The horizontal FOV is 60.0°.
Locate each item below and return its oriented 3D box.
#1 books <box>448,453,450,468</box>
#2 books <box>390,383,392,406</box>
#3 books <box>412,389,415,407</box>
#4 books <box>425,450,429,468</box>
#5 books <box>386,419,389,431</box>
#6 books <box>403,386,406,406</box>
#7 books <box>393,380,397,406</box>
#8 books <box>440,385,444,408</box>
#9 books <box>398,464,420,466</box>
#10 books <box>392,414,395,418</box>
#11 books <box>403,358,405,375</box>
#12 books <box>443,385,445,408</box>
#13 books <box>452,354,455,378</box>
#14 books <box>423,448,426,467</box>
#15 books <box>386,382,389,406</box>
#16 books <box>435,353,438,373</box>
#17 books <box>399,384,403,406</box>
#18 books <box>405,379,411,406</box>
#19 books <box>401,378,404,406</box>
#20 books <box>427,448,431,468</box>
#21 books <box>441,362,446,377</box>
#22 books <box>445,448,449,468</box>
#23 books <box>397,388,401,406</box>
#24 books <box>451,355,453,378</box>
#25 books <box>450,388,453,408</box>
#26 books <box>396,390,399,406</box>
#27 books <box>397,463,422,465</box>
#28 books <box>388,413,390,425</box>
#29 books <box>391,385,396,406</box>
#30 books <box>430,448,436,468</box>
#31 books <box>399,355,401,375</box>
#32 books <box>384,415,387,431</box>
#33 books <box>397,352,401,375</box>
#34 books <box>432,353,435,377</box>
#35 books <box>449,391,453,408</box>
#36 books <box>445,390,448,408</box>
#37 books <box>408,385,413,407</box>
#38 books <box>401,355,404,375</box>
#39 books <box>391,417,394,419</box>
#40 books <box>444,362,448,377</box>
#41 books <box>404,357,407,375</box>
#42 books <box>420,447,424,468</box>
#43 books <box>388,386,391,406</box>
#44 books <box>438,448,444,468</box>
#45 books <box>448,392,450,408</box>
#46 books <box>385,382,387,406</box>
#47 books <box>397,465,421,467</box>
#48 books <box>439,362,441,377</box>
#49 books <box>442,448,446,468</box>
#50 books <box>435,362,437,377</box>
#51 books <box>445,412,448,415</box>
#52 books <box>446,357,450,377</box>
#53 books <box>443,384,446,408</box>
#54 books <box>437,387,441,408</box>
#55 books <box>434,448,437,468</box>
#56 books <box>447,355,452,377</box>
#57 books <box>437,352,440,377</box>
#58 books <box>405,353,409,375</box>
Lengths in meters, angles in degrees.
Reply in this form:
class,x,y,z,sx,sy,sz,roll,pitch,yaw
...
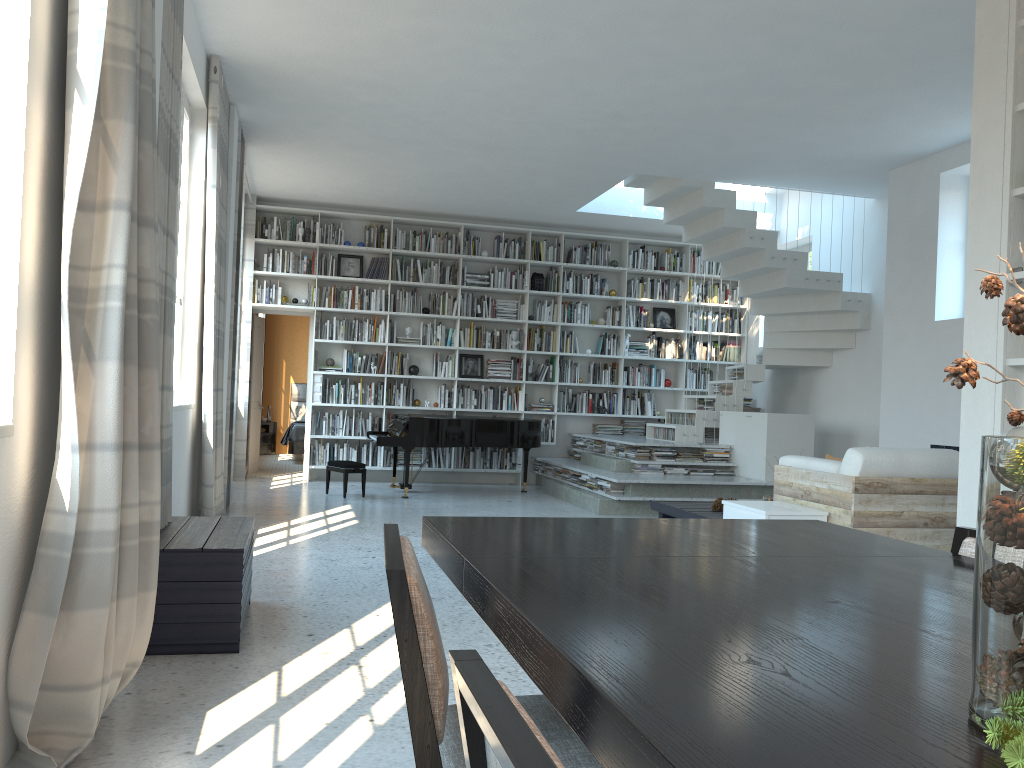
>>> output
class,x,y,z,sx,sy,sz,roll,pitch,yaw
books,-0.780,0.925,10.758,0.024,0.180,0.171,2,-1,-14
books,-1.448,0.124,10.583,0.012,0.272,0.181,2,-1,-14
books,-1.198,0.166,10.663,0.023,0.212,0.160,2,-1,-14
books,-1.033,0.902,10.694,0.029,0.202,0.178,2,-1,-14
books,-1.495,0.525,10.592,0.026,0.213,0.140,2,-1,-14
books,-1.298,0.147,10.642,0.029,0.241,0.135,2,-1,-14
books,-1.396,0.106,10.603,0.014,0.313,0.166,2,-1,-14
books,-0.853,0.153,10.736,0.027,0.269,0.159,2,-1,-14
books,-1.242,0.970,10.658,0.254,0.007,0.161,3,-1,-14
books,-1.417,0.499,10.620,0.026,0.273,0.146,2,-1,-14
books,-1.306,-0.204,10.627,0.011,0.208,0.180,2,-1,-14
books,-0.838,0.150,10.754,0.010,0.277,0.155,2,-1,-14
books,-0.727,-0.214,10.760,0.021,0.281,0.162,2,-1,-14
books,-1.064,0.869,10.699,0.031,0.265,0.144,2,-1,-14
books,-1.492,0.116,10.584,0.013,0.283,0.146,2,-1,-14
books,-0.914,-0.228,10.733,0.011,0.291,0.156,2,-1,-14
books,-1.332,0.131,10.616,0.027,0.269,0.185,2,-1,-14
books,-1.254,0.105,10.636,0.050,0.328,0.166,2,-1,-14
books,-1.317,0.097,10.645,0.013,0.339,0.138,2,0,-14
books,-1.007,0.885,10.712,0.028,0.238,0.136,2,-1,-14
books,-0.840,-0.173,10.739,0.057,0.188,0.156,2,-1,-14
books,-0.798,0.883,10.736,0.024,0.260,0.189,2,-1,-14
books,-1.357,0.157,10.613,0.021,0.215,0.172,2,-1,-14
books,-0.742,-0.214,10.754,0.011,0.279,0.187,2,-1,-14
books,-0.735,0.172,10.800,0.019,0.242,0.107,2,-1,-14
books,-1.381,0.165,10.612,0.024,0.196,0.157,2,-1,-14
books,-1.239,0.956,10.649,0.285,0.007,0.159,3,-1,-18
books,-1.476,0.491,10.594,0.010,0.282,0.149,2,-1,-14
books,-1.425,0.137,10.597,0.042,0.248,0.162,2,-1,-14
books,-0.962,0.880,10.712,0.062,0.253,0.177,2,-1,-14
books,-1.345,-0.223,10.621,0.014,0.244,0.153,2,-1,-14
books,-1.519,0.498,10.591,0.023,0.266,0.134,2,-1,-14
books,-1.360,-0.240,10.596,0.026,0.274,0.190,2,-1,-14
books,-0.949,-0.226,10.717,0.012,0.285,0.159,2,-1,-14
books,-0.750,0.192,10.769,0.024,0.201,0.158,2,-1,-14
books,-0.804,0.179,10.749,0.029,0.221,0.153,2,-1,-14
books,-1.218,0.140,10.643,0.027,0.261,0.163,2,-1,-14
books,-1.328,-0.224,10.642,0.028,0.247,0.142,2,-1,-14
books,-1.435,0.515,10.589,0.023,0.237,0.173,2,-1,-14
books,-0.802,-0.171,10.753,0.024,0.188,0.172,2,-1,-14
books,-1.286,-0.207,10.628,0.028,0.216,0.175,2,-1,-14
books,-1.082,0.873,10.679,0.012,0.254,0.161,2,-1,-14
books,-1.471,0.139,10.586,0.030,0.239,0.157,2,-1,-14
books,-0.873,0.872,10.736,0.073,0.276,0.181,2,-1,-14
books,-0.780,0.194,10.776,0.031,0.194,0.142,2,-1,-14
books,-1.507,0.120,10.590,0.013,0.275,0.147,2,-1,-14
books,-1.243,0.983,10.659,0.285,0.007,0.159,3,-1,-14
books,-0.886,-0.172,10.743,0.030,0.183,0.154,2,-1,-14
books,-0.829,0.883,10.761,0.025,0.259,0.132,2,-1,-14
books,-0.931,-0.176,10.717,0.025,0.186,0.154,2,-1,-14
books,-0.798,0.503,10.750,0.013,0.320,0.173,2,-1,-14
books,-0.781,-0.198,10.747,0.012,0.244,0.171,2,-1,-14
books,-0.825,0.143,10.753,0.014,0.291,0.132,2,-1,-14
books,-0.889,0.159,10.738,0.012,0.254,0.161,2,-1,-14
books,-0.926,0.892,10.718,0.011,0.232,0.174,2,-1,-14
books,-0.763,-0.210,10.758,0.027,0.269,0.178,2,-1,-14
books,-0.902,-0.230,10.732,0.012,0.298,0.166,2,-1,-14
books,-1.261,-0.230,10.649,0.028,0.266,0.144,2,-1,-14
